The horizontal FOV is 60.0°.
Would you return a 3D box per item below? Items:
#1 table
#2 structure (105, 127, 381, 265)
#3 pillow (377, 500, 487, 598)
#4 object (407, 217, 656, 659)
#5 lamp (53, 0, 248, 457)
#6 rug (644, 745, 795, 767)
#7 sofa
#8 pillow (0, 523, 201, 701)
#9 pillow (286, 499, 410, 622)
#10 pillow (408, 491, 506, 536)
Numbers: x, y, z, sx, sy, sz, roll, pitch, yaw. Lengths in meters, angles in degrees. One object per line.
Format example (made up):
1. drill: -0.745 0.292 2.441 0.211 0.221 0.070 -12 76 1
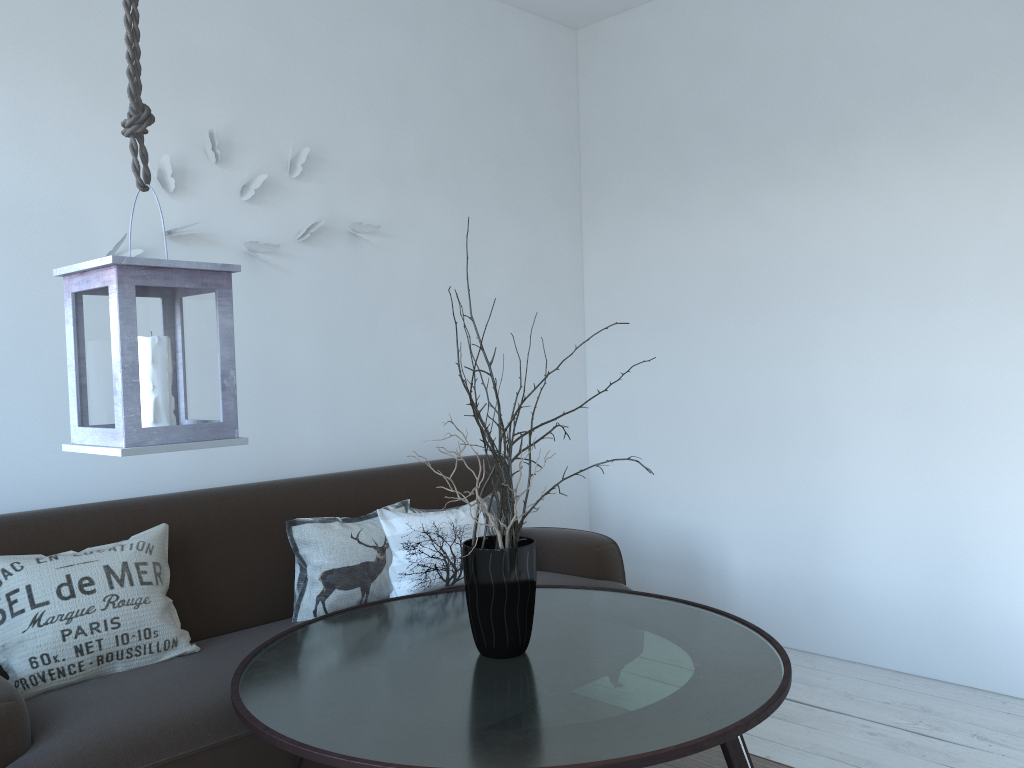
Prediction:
1. table: 0.006 0.898 2.162 1.300 0.503 1.299 -1 1 35
2. structure: -0.883 -0.606 3.037 0.085 0.478 1.024 0 2 45
3. pillow: -0.250 0.553 3.012 0.470 0.309 0.188 -3 2 -45
4. object: 0.102 0.114 2.166 0.525 1.066 0.845 -1 2 16
5. lamp: -0.656 -0.768 1.533 0.228 1.763 0.228 0 3 42
6. rug: -0.005 1.123 2.190 1.709 0.055 1.456 -3 1 -45
7. sofa: -0.554 0.733 2.718 0.968 0.825 2.164 0 2 45
8. pillow: -1.106 0.591 2.316 0.239 0.367 0.519 0 2 45
9. pillow: -0.509 0.573 2.859 0.158 0.348 0.472 0 2 43
10. pillow: -0.187 0.560 3.234 0.542 0.288 0.183 -3 2 -44
